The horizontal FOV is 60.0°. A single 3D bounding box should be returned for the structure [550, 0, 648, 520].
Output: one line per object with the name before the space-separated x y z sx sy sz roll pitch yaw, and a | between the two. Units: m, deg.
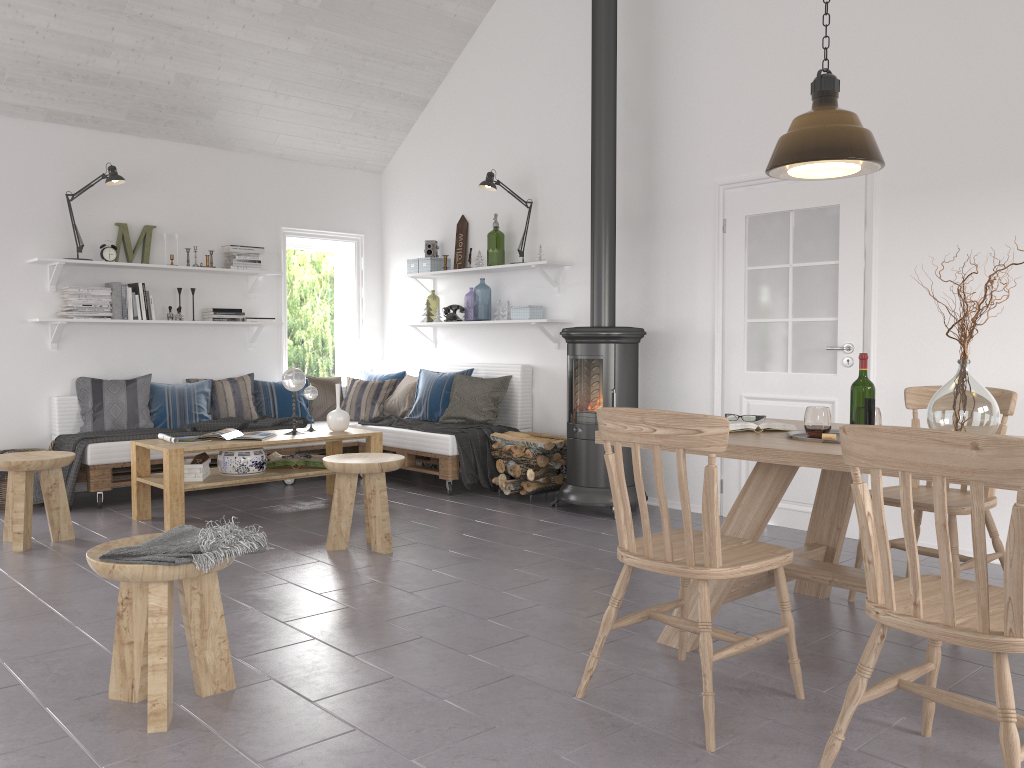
structure | 0.571 -1.623 5.695 0.643 4.887 0.626 1 3 24

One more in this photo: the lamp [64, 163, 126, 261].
lamp | -2.967 -1.219 6.308 0.439 0.703 0.196 0 3 -7

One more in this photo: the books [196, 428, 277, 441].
books | -1.738 0.317 5.597 0.422 0.049 0.300 0 3 2

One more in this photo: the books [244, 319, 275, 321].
books | -2.092 -0.520 7.233 0.248 0.014 0.187 -3 4 -44

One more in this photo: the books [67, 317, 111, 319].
books | -3.050 -0.470 6.393 0.254 0.012 0.161 -2 4 -42

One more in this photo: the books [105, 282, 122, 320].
books | -2.912 -0.603 6.477 0.050 0.271 0.200 -2 4 -42

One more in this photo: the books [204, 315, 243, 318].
books | -2.294 -0.534 7.042 0.242 0.023 0.191 -3 4 -44

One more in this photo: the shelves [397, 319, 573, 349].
shelves | -0.270 -0.387 7.016 0.269 0.212 1.820 -2 4 -42

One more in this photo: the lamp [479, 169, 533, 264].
lamp | -0.030 -1.231 6.565 0.439 0.703 0.196 -1 3 -22

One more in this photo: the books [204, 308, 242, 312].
books | -2.298 -0.583 7.044 0.239 0.028 0.190 -2 4 -40

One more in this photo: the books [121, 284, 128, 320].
books | -2.874 -0.598 6.508 0.046 0.257 0.193 -2 4 -42

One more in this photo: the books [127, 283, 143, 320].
books | -2.797 -0.610 6.583 0.038 0.274 0.200 -2 4 -42

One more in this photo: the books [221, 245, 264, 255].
books | -2.169 -1.077 7.145 0.290 0.053 0.176 -2 4 -42

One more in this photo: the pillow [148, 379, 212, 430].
pillow | -2.506 0.172 6.677 0.525 0.401 0.331 -1 3 -23

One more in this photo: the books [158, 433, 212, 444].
books | -2.017 0.330 5.462 0.229 0.043 0.300 -2 3 -38

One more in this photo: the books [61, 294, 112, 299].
books | -3.072 -0.627 6.394 0.296 0.028 0.180 -2 4 -42

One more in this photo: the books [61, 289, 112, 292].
books | -3.061 -0.669 6.379 0.288 0.016 0.182 -2 4 -42

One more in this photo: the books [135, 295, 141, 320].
books | -2.783 -0.564 6.552 0.042 0.185 0.125 -2 4 -42

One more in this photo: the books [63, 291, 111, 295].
books | -3.061 -0.650 6.382 0.273 0.021 0.174 -2 4 -42

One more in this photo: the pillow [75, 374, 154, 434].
pillow | -2.868 0.154 6.405 0.534 0.444 0.301 -1 3 -26

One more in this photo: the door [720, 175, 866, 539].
door | 1.606 -0.153 5.182 0.101 2.013 0.902 -2 4 -42

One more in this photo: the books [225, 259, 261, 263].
books | -2.169 -0.985 7.146 0.238 0.024 0.152 -2 4 -42

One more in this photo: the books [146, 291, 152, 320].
books | -2.742 -0.584 6.623 0.047 0.219 0.171 -2 4 -42

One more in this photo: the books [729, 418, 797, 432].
books | 0.911 0.159 3.468 0.342 0.040 0.231 -1 3 -11

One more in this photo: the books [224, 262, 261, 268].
books | -2.171 -0.957 7.142 0.239 0.032 0.172 -2 4 -42

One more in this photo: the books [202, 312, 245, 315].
books | -2.294 -0.558 7.053 0.258 0.023 0.212 -2 4 -42

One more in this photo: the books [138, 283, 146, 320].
books | -2.786 -0.609 6.597 0.054 0.272 0.200 -2 4 -42

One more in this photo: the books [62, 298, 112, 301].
books | -3.070 -0.606 6.398 0.288 0.016 0.182 -2 4 -42

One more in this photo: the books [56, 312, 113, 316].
books | -3.074 -0.502 6.378 0.331 0.025 0.176 -2 4 -42

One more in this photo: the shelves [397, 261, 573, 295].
shelves | -0.270 -0.797 6.996 0.269 0.212 1.820 -2 4 -42

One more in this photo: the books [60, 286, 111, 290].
books | -3.059 -0.684 6.367 0.288 0.016 0.182 -2 4 -42

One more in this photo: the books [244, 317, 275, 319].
books | -2.095 -0.533 7.239 0.251 0.012 0.202 -2 4 -41

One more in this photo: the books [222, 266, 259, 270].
books | -2.188 -0.925 7.143 0.239 0.032 0.172 -2 4 -42

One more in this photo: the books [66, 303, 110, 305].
books | -3.053 -0.573 6.385 0.254 0.012 0.161 -2 4 -42

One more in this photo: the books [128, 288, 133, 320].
books | -2.848 -0.588 6.541 0.031 0.236 0.200 -2 4 -42

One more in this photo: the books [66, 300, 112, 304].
books | -3.054 -0.589 6.395 0.263 0.017 0.167 -2 4 -42

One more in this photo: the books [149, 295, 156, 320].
books | -2.722 -0.568 6.642 0.045 0.185 0.152 -2 4 -42

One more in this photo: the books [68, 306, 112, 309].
books | -3.044 -0.549 6.391 0.256 0.013 0.161 -2 4 -42

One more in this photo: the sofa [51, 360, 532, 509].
sofa | -1.562 0.325 6.555 2.855 0.932 2.017 -2 4 -42

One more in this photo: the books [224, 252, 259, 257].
books | -2.175 -1.037 7.137 0.223 0.027 0.161 -2 4 -42

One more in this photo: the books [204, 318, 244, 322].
books | -2.293 -0.507 7.054 0.258 0.032 0.191 -2 4 -40

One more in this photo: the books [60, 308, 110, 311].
books | -3.077 -0.534 6.394 0.288 0.016 0.182 -2 4 -42

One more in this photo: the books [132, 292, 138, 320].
books | -2.803 -0.572 6.538 0.044 0.203 0.141 -2 4 -42

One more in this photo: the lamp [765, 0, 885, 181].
lamp | 1.131 -2.011 3.159 0.410 2.502 0.410 -2 3 -37

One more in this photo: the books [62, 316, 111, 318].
books | -3.059 -0.482 6.379 0.285 0.012 0.159 -2 4 -42

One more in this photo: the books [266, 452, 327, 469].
books | -1.406 0.504 5.895 0.445 0.079 0.301 0 3 -2

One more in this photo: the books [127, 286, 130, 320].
books | -2.860 -0.592 6.529 0.019 0.243 0.205 -2 4 -42

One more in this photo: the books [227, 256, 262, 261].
books | -2.159 -1.011 7.159 0.223 0.026 0.161 -2 4 -42

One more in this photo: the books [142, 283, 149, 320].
books | -2.770 -0.611 6.614 0.048 0.274 0.210 -2 4 -42

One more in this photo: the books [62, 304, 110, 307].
books | -3.065 -0.561 6.382 0.285 0.012 0.159 -2 4 -42

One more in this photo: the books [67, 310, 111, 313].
books | -3.054 -0.521 6.395 0.254 0.013 0.161 -2 4 -42
